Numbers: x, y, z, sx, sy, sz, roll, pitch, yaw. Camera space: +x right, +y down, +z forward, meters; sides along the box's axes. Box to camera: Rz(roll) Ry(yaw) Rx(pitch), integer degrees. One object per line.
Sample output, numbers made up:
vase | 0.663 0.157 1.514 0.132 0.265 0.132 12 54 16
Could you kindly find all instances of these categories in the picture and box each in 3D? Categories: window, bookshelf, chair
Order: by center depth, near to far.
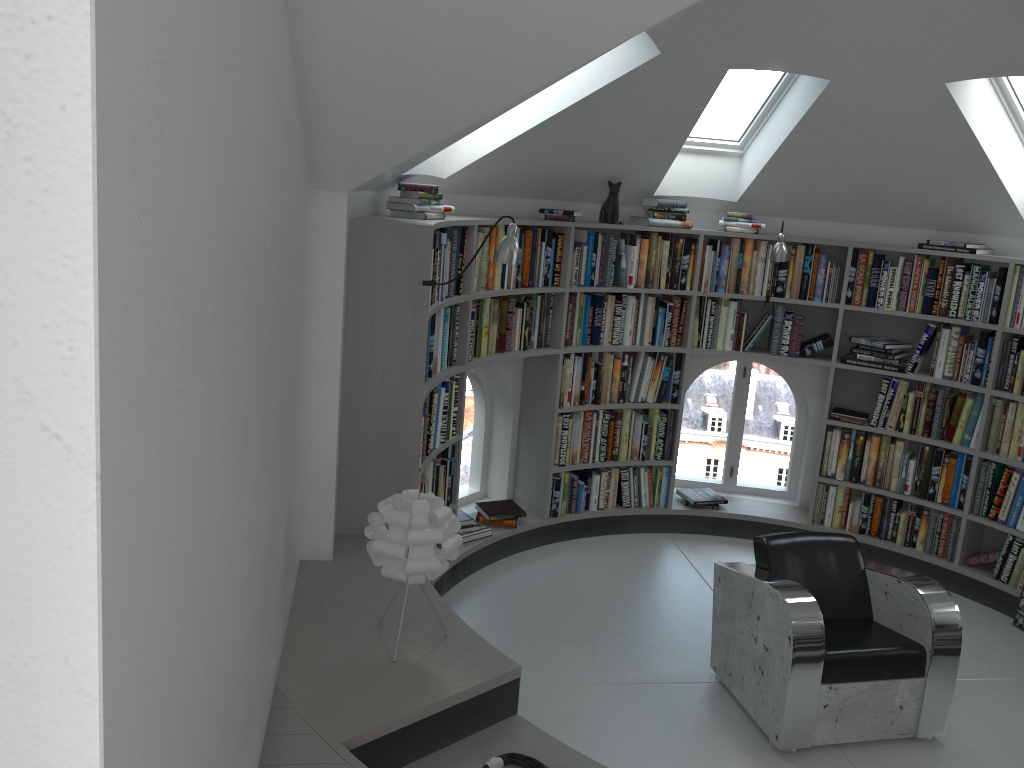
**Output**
chair | 1.442 1.134 4.068 0.823 0.715 0.745 1 12 -14
window | 1.384 -1.626 4.807 4.054 0.709 1.944 2 13 -9
bookshelf | 1.246 0.098 5.144 4.331 1.870 2.121 3 12 -9
window | 0.581 0.290 5.969 3.231 1.144 0.620 -1 13 -23

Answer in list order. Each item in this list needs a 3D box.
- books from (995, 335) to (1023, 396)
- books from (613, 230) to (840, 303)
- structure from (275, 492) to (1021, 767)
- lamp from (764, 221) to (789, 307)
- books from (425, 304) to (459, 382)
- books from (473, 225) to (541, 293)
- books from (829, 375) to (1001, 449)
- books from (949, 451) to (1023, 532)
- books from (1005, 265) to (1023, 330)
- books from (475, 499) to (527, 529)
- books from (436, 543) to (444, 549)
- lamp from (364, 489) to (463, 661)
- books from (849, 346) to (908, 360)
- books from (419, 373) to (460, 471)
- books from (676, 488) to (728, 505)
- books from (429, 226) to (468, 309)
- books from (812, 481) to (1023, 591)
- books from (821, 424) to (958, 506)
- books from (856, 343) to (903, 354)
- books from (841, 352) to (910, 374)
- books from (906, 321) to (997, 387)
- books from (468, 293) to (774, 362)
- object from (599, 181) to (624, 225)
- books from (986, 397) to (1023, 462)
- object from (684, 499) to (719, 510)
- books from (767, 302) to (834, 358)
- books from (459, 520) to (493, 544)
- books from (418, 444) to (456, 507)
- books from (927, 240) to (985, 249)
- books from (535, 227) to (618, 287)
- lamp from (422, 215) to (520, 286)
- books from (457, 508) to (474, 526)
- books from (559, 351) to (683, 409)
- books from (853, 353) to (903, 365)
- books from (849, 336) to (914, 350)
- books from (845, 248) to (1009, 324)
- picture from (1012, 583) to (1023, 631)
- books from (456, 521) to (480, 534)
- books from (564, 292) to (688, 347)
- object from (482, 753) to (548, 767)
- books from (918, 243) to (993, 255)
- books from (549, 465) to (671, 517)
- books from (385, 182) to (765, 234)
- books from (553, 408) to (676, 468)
books | 3.174 -0.031 4.852 0.279 0.356 1.058 -1 13 -23
books | 1.374 -0.781 5.793 1.565 0.365 0.396 4 12 -4
structure | 1.389 1.161 3.955 4.724 0.689 4.722 13 15 35
lamp | 1.631 -0.745 5.562 0.113 0.563 0.360 4 12 -3
books | -0.487 -0.188 4.280 0.303 0.346 1.094 6 13 6
books | -0.134 -0.726 5.016 0.270 0.371 0.795 12 15 33
books | 2.549 0.137 5.617 0.976 0.350 0.252 13 14 32
books | 3.081 0.700 5.050 0.304 0.357 1.190 -2 14 -28
books | 3.201 -0.408 4.789 0.293 0.360 1.019 -1 14 -26
books | -0.075 0.815 5.548 0.318 0.099 0.293 3 13 -8
books | -0.561 0.897 4.528 0.283 0.318 0.923 6 13 9
lamp | -0.338 0.622 2.980 0.305 0.522 0.307 0 12 -20
books | 2.385 -0.208 5.758 0.287 0.031 0.270 15 16 39
books | -0.478 0.188 4.322 0.261 0.357 1.025 6 13 7
books | 1.322 0.785 6.181 0.268 0.029 0.254 0 13 -19
books | -0.446 -0.561 4.187 0.300 0.359 1.038 6 13 6
books | 2.624 0.907 5.615 1.503 0.309 0.360 16 16 41
books | 2.455 0.491 5.744 0.874 0.349 0.273 12 14 31
books | 2.387 -0.238 5.752 0.227 0.036 0.214 15 16 39
books | 2.380 -0.146 5.770 0.389 0.042 0.367 12 15 30
books | 2.756 -0.201 5.460 0.555 0.349 0.256 14 15 36
books | 0.560 -0.383 5.534 2.529 0.369 0.594 -2 14 -28
object | 0.633 -1.135 5.548 0.147 0.263 0.203 2 12 -12
books | 3.153 0.344 4.923 0.275 0.346 1.026 -1 14 -24
object | 1.320 0.815 6.187 0.226 0.036 0.215 6 13 7
books | 1.922 -0.351 5.854 0.399 0.339 0.225 7 12 10
books | -0.382 0.866 5.332 0.366 0.042 0.389 -7 17 -42
books | -0.545 0.782 4.170 0.390 0.691 1.650 5 12 1
books | 2.724 -0.857 5.441 0.233 0.027 0.248 -5 16 -36
books | 0.339 -0.787 5.504 0.683 0.344 0.266 -3 14 -32
lamp | -0.170 -0.568 3.758 0.414 0.310 0.117 2 12 -12
books | -0.377 0.802 5.320 0.213 0.036 0.228 -3 15 -32
books | 0.658 -0.058 5.816 0.998 0.349 0.299 -1 13 -25
books | 2.382 -0.178 5.763 0.286 0.031 0.270 11 14 25
books | 2.389 -0.269 5.746 0.269 0.031 0.287 -2 14 -29
books | 2.561 -0.626 5.517 0.972 0.365 0.307 13 14 33
picture | 3.030 1.029 4.737 0.090 0.858 0.582 1 12 -19
books | -0.379 0.833 5.326 0.269 0.031 0.287 -4 15 -32
books | 0.671 -0.437 5.781 1.028 0.357 0.302 -1 13 -23
object | 0.103 1.188 2.527 0.475 0.081 0.218 16 17 42
books | 2.722 -0.829 5.446 0.337 0.036 0.317 16 17 42
books | 0.597 0.673 5.956 1.019 0.305 0.289 -1 13 -24
books | 0.404 -1.023 5.166 2.817 0.172 0.751 -6 16 -38
books | 0.640 0.318 5.897 1.032 0.355 0.294 -1 13 -24
